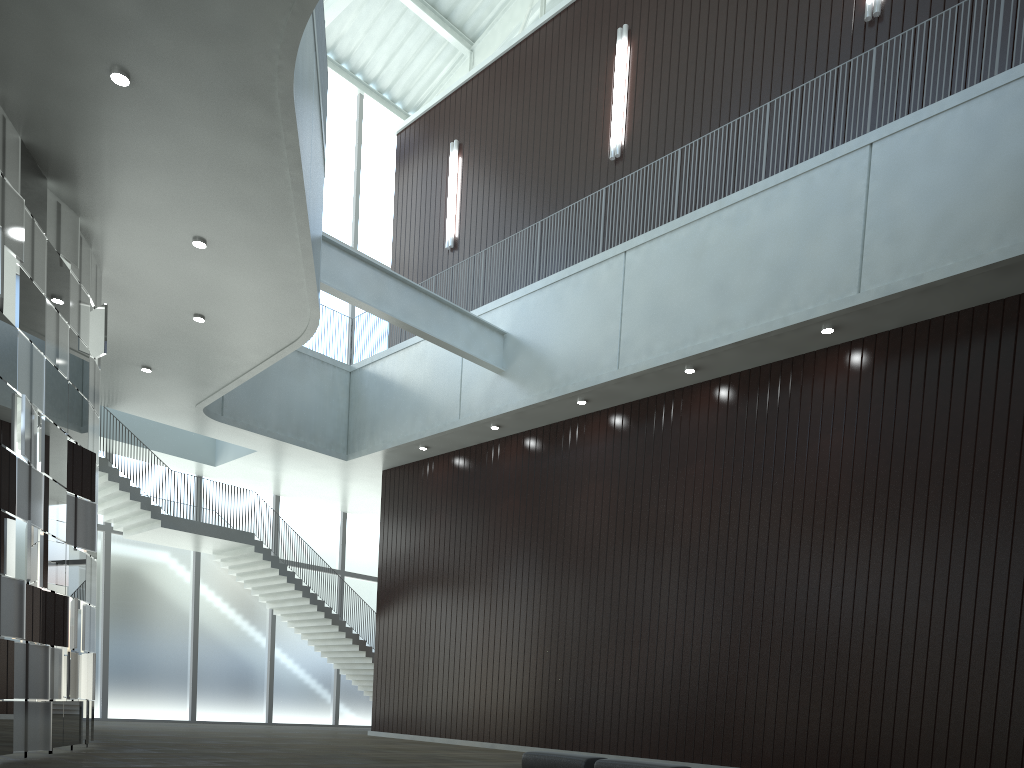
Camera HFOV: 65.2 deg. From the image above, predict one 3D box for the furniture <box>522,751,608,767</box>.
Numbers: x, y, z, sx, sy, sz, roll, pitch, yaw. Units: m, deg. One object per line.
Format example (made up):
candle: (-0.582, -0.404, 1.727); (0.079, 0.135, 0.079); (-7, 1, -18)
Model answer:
furniture: (2.588, 18.427, 38.754); (4.098, 1.038, 2.227); (-17, -26, 42)

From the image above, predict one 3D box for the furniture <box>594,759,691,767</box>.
furniture: (5.820, 17.332, 35.611); (4.098, 1.038, 2.227); (-17, -26, 42)
